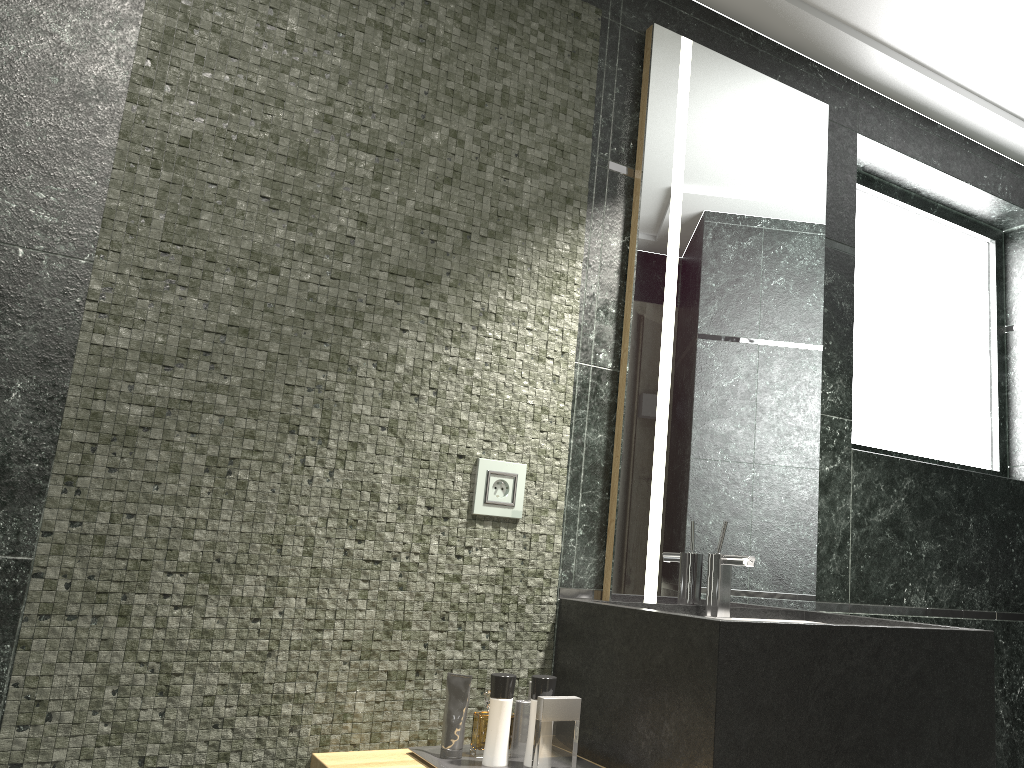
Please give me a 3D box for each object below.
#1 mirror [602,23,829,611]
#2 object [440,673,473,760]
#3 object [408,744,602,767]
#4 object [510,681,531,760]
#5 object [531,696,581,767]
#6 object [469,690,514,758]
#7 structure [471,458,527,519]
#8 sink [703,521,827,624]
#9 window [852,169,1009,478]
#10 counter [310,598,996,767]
[{"bbox_3d":[0.619,-0.183,2.476,0.722,1.583,0.039,13,-14,-29],"label":"mirror"},{"bbox_3d":[-0.117,0.683,1.800,0.048,0.164,0.042,11,-13,-21],"label":"object"},{"bbox_3d":[-0.008,0.761,1.756,0.336,0.011,0.296,10,-13,-27],"label":"object"},{"bbox_3d":[0.044,0.710,1.846,0.089,0.154,0.029,12,-14,-28],"label":"object"},{"bbox_3d":[0.090,0.702,1.757,0.089,0.137,0.030,11,-13,-26],"label":"object"},{"bbox_3d":[-0.037,0.712,1.840,0.088,0.133,0.053,11,-13,-23],"label":"object"},{"bbox_3d":[-0.027,0.244,2.032,0.131,0.129,0.015,12,-14,-29],"label":"structure"},{"bbox_3d":[0.610,0.525,2.044,0.768,0.410,0.507,11,-13,-28],"label":"sink"},{"bbox_3d":[1.505,-0.203,3.267,1.129,1.073,0.036,12,-14,-29],"label":"window"},{"bbox_3d":[0.319,1.004,1.782,1.409,1.056,0.601,11,-13,-29],"label":"counter"}]
